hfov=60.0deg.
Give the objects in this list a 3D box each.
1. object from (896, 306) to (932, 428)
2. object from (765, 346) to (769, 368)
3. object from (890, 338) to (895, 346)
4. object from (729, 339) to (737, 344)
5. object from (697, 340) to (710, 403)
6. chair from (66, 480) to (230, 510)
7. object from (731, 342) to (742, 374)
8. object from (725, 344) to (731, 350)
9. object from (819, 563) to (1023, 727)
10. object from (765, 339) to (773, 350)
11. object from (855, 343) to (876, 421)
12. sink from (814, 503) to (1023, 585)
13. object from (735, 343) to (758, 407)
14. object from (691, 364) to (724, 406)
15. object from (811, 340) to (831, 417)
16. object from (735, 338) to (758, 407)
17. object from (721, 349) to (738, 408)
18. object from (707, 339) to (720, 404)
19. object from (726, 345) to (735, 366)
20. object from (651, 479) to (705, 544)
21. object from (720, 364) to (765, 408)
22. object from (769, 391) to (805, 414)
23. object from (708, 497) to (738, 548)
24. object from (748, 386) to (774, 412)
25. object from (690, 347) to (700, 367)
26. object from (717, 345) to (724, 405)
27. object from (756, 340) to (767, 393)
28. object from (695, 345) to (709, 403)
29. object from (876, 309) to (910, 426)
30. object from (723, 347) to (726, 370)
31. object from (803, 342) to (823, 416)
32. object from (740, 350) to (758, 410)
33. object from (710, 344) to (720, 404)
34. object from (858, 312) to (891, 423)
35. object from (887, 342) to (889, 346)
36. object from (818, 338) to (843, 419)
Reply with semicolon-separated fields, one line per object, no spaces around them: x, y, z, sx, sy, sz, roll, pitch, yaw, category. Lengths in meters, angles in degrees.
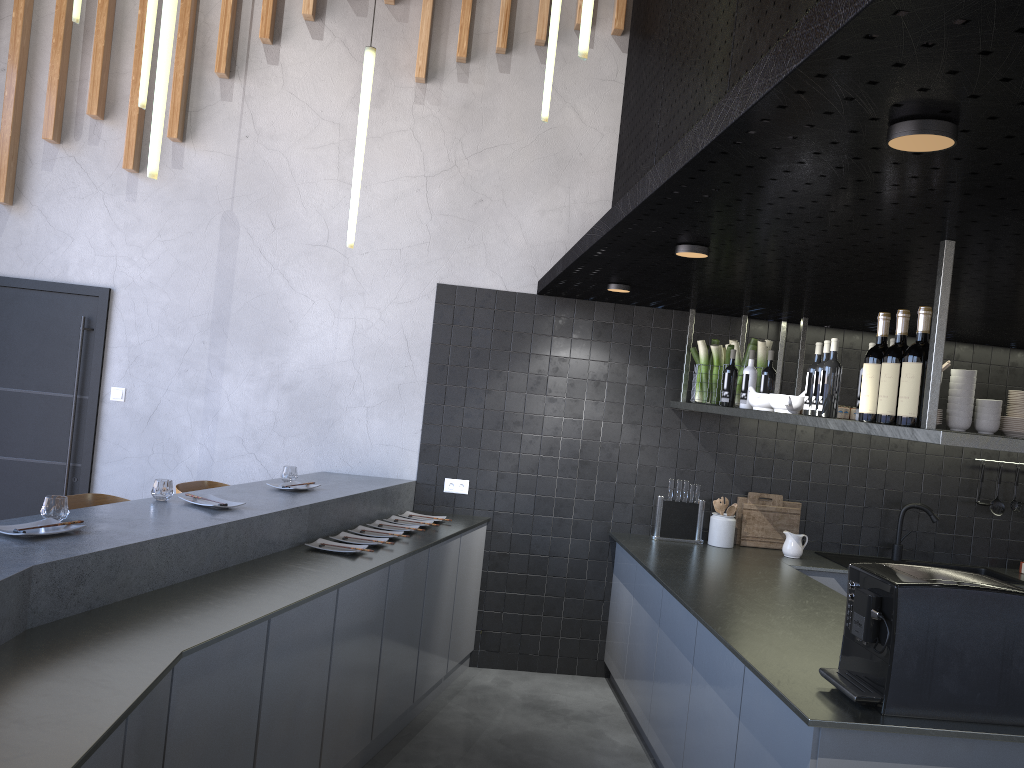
1.270;-0.052;2.764;0.101;0.378;0.100;6;0;-11;object
1.351;-0.039;4.816;0.057;0.347;0.093;6;0;-8;object
1.345;-0.010;3.153;0.073;0.305;0.072;6;0;-17;object
1.272;-0.066;5.126;0.084;0.386;0.046;6;0;-42;object
1.106;-0.073;5.133;0.105;0.365;0.047;6;0;14;object
-1.363;1.085;2.038;2.787;1.047;5.395;6;0;-27;chair
1.263;-0.052;4.899;0.141;0.356;0.057;6;0;10;object
1.260;-0.048;4.956;0.169;0.349;0.056;6;0;8;object
1.282;0.786;2.733;0.562;0.400;0.322;6;0;-4;object
1.389;-0.053;4.904;0.046;0.386;0.084;6;0;-23;object
1.379;-0.007;3.424;0.073;0.305;0.072;6;0;28;object
2.444;0.997;5.314;1.111;0.547;0.498;6;0;-4;sink
1.252;-0.048;4.784;0.118;0.345;0.055;6;0;29;object
1.192;0.010;5.207;0.248;0.231;0.234;6;0;6;object
1.237;-0.020;3.515;0.073;0.305;0.072;6;0;4;object
1.281;-0.062;4.831;0.113;0.381;0.056;6;0;27;object
1.152;-0.030;4.672;0.073;0.305;0.072;6;0;-8;object
1.169;-0.074;5.205;0.056;0.381;0.113;6;0;9;object
1.195;-0.045;4.849;0.054;0.330;0.220;6;0;27;object
1.016;0.765;5.362;0.322;0.371;0.067;6;0;-4;object
1.281;0.019;4.862;0.234;0.231;0.248;6;0;24;object
1.238;0.076;3.974;0.159;0.110;0.172;6;0;-22;object
1.280;0.827;5.369;0.158;0.303;0.175;6;0;-1;object
1.196;0.071;4.197;0.159;0.110;0.172;6;0;1;object
1.158;-0.049;5.291;0.220;0.330;0.054;6;0;9;object
1.227;-0.056;5.243;0.057;0.356;0.141;6;0;-8;object
1.330;-0.049;4.749;0.047;0.365;0.105;6;0;32;object
1.115;-0.063;5.217;0.055;0.345;0.118;6;0;11;object
1.260;-0.053;2.893;0.101;0.378;0.100;6;0;-11;object
1.279;-0.046;5.263;0.056;0.349;0.169;6;0;-10;object
1.251;-0.019;3.651;0.073;0.305;0.072;6;0;28;object
1.220;-0.023;4.553;0.073;0.305;0.072;6;0;-31;object
1.176;-0.057;5.132;0.093;0.347;0.057;6;0;-26;object
1.251;-0.054;3.020;0.101;0.378;0.100;6;0;-11;object
1.365;-0.008;3.287;0.073;0.305;0.072;6;0;38;object
1.217;-0.022;3.381;0.073;0.305;0.072;6;0;39;object
